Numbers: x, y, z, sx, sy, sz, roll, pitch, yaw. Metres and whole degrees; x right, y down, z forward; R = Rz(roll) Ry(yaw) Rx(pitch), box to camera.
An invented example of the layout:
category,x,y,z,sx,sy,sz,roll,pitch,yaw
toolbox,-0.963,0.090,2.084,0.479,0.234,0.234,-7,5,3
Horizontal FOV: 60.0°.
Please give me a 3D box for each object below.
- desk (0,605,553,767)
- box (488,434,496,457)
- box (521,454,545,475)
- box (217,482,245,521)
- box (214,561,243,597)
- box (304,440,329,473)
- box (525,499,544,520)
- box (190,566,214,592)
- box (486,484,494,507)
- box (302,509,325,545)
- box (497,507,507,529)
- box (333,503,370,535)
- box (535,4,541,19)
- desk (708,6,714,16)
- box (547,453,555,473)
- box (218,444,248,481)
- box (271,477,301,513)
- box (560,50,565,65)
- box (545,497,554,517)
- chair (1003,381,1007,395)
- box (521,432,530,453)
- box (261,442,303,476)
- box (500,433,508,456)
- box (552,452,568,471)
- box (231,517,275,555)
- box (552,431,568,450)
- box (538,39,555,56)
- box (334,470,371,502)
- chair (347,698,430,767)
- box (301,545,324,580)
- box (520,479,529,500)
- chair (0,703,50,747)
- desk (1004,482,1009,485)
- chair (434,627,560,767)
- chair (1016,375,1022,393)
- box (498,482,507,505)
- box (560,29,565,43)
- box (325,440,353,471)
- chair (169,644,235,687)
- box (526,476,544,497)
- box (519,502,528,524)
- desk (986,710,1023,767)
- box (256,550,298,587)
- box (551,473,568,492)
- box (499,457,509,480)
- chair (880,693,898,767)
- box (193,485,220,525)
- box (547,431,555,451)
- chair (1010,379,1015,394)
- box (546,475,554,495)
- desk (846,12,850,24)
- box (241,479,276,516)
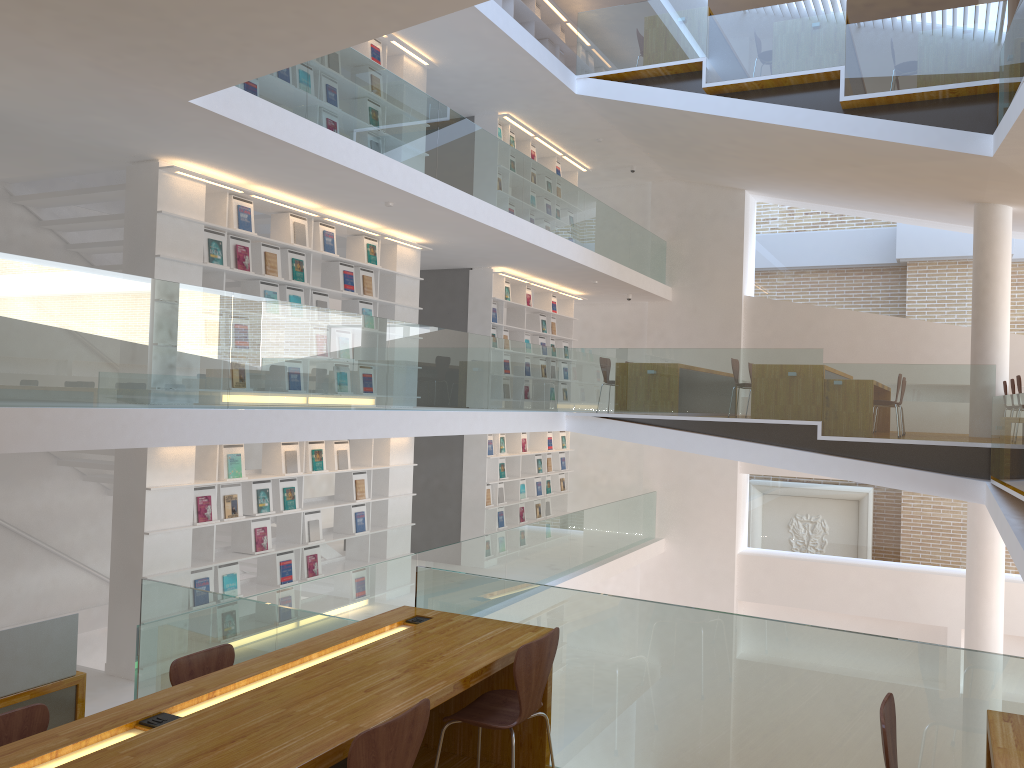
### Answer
category,x,y,z,sx,sy,sz,roll,pitch,yaw
desk,-1.101,1.441,2.660,1.285,0.918,3.236,1,-1,26
box,-0.384,0.798,11.664,0.274,0.296,0.245,1,-1,26
box,0.316,1.175,13.102,0.274,0.296,0.245,1,-1,26
box,-2.418,0.976,7.427,0.274,0.296,0.245,1,-1,26
box,-2.430,1.633,7.405,0.274,0.296,0.245,1,-1,26
box,-1.918,0.682,8.400,0.274,0.296,0.245,1,-1,26
box,0.301,1.832,13.102,0.274,0.296,0.245,1,-1,26
box,-2.560,1.624,7.139,0.274,0.296,0.245,1,-1,26
box,-0.405,1.452,11.650,0.274,0.296,0.245,1,-1,26
box,-1.946,1.339,8.373,0.274,0.296,0.245,1,-1,26
box,-0.233,1.793,12.015,0.274,0.296,0.245,1,-1,26
box,-1.627,1.361,9.023,0.274,0.296,0.245,1,-1,26
box,0.278,-5.291,12.726,0.274,0.296,0.245,1,-1,26
desk,2.598,-3.957,11.699,0.760,0.606,3.196,1,-1,26
box,0.476,1.186,13.427,0.274,0.296,0.245,1,-1,26
box,-2.396,0.647,7.428,0.274,0.296,0.245,1,-1,26
box,-2.096,0.999,8.053,0.274,0.296,0.245,1,-1,26
box,0.672,-4.933,13.547,0.274,0.296,0.245,1,-1,26
box,0.459,1.843,13.423,0.274,0.296,0.245,1,-1,26
chair,6.046,0.316,10.542,0.381,0.693,0.428,1,-1,26
box,0.082,0.827,12.606,0.274,0.296,0.245,1,-1,26
box,-2.083,0.670,8.065,0.274,0.296,0.245,1,-1,26
box,-0.219,0.807,11.998,0.274,0.296,0.245,1,-1,26
box,0.708,1.202,13.898,0.274,0.296,0.245,1,-1,26
box,-2.257,1.309,7.741,0.274,0.296,0.245,1,-1,26
box,0.718,0.874,13.905,0.274,0.296,0.245,1,-1,26
box,0.513,-4.943,13.222,0.274,0.296,0.245,1,-1,26
box,-1.617,1.033,9.028,0.274,0.296,0.245,1,-1,26
chair,-0.487,1.253,2.514,0.381,0.693,0.428,1,-1,26
box,-1.954,1.667,8.372,0.274,0.296,0.245,1,-1,26
box,0.069,1.486,12.614,0.274,0.296,0.245,1,-1,26
chair,-1.702,1.541,3.102,0.381,0.693,0.428,1,-1,26
desk,6.089,0.644,7.513,3.356,0.606,0.760,1,-1,26
chair,-0.059,1.284,3.386,0.381,0.693,0.428,1,-1,26
chair,5.353,0.264,9.041,0.381,0.693,0.428,1,-1,26
box,-0.239,1.463,11.987,0.274,0.296,0.245,1,-1,26
box,0.683,-5.260,13.553,0.274,0.296,0.245,1,-1,26
box,-3.315,2.328,5.624,0.498,3.764,7.125,1,-1,26
chair,-1.274,1.572,3.973,0.381,0.693,0.428,1,-1,26
box,0.306,1.503,13.096,0.274,0.296,0.245,1,-1,26
box,0.052,1.814,12.594,0.274,0.296,0.245,1,-1,26
desk,1.195,1.332,1.323,0.760,0.606,3.185,1,-1,26
box,-2.120,1.656,8.035,0.274,0.296,0.245,1,-1,26
box,0.703,1.531,13.904,0.274,0.296,0.245,1,-1,26
box,-0.219,1.131,12.014,0.274,0.296,0.245,1,-1,26
chair,1.258,1.310,2.554,0.381,0.693,0.428,1,-1,26
box,-2.541,0.966,7.149,0.274,0.296,0.245,1,-1,26
box,0.486,0.858,13.433,0.274,0.296,0.245,1,-1,26
chair,5.781,0.295,9.912,0.381,0.693,0.428,1,-1,26
box,0.461,1.514,13.412,0.274,0.296,0.245,1,-1,26
desk,3.918,-3.623,11.038,0.760,0.606,3.196,1,-1,26
box,-2.249,0.981,7.743,0.274,0.296,0.245,1,-1,26
